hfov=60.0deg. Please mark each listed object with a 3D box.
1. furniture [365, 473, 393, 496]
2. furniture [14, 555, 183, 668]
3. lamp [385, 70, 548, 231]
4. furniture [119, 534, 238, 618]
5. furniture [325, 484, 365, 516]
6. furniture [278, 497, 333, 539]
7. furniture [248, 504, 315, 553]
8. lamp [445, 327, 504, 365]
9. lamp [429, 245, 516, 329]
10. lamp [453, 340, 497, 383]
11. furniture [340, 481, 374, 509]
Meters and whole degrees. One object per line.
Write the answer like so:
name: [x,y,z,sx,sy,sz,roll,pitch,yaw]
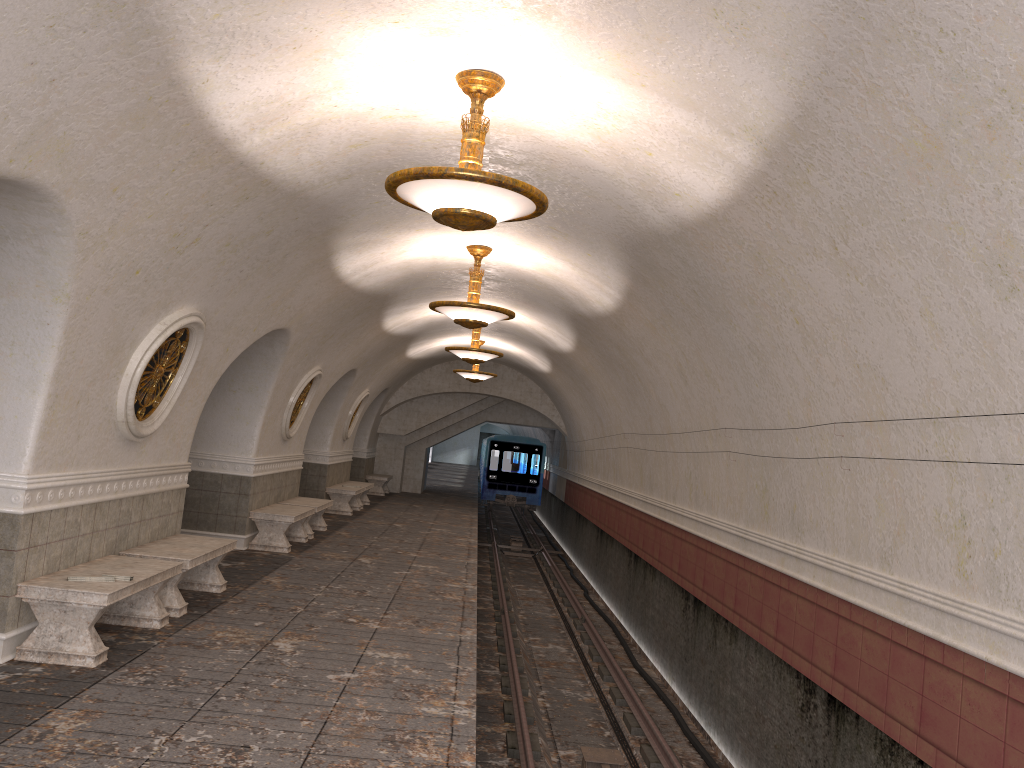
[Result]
furniture: [-3.743,2.821,24.878,0.613,0.508,1.509,6,-4,-2]
furniture: [-3.050,1.662,6.642,0.613,0.508,1.509,6,-4,-2]
lamp: [-0.249,-1.412,5.473,1.008,0.955,1.008,7,-4,-18]
furniture: [-3.114,1.769,8.319,0.613,0.508,1.509,6,-4,-2]
furniture: [-3.505,2.422,18.593,0.613,0.508,1.509,6,-4,-2]
furniture: [-3.342,2.150,14.323,0.613,0.508,1.509,6,-4,-2]
furniture: [-3.279,2.044,12.646,0.613,0.508,1.509,6,-4,-2]
lamp: [-0.615,-0.799,15.105,1.008,0.955,1.008,5,-4,14]
lamp: [-0.432,-1.105,10.290,1.008,0.955,1.008,5,-4,14]
lamp: [-0.798,-0.493,19.921,1.008,0.955,1.008,3,-5,44]
furniture: [-3.568,2.528,20.270,0.613,0.508,1.509,6,-4,-2]
